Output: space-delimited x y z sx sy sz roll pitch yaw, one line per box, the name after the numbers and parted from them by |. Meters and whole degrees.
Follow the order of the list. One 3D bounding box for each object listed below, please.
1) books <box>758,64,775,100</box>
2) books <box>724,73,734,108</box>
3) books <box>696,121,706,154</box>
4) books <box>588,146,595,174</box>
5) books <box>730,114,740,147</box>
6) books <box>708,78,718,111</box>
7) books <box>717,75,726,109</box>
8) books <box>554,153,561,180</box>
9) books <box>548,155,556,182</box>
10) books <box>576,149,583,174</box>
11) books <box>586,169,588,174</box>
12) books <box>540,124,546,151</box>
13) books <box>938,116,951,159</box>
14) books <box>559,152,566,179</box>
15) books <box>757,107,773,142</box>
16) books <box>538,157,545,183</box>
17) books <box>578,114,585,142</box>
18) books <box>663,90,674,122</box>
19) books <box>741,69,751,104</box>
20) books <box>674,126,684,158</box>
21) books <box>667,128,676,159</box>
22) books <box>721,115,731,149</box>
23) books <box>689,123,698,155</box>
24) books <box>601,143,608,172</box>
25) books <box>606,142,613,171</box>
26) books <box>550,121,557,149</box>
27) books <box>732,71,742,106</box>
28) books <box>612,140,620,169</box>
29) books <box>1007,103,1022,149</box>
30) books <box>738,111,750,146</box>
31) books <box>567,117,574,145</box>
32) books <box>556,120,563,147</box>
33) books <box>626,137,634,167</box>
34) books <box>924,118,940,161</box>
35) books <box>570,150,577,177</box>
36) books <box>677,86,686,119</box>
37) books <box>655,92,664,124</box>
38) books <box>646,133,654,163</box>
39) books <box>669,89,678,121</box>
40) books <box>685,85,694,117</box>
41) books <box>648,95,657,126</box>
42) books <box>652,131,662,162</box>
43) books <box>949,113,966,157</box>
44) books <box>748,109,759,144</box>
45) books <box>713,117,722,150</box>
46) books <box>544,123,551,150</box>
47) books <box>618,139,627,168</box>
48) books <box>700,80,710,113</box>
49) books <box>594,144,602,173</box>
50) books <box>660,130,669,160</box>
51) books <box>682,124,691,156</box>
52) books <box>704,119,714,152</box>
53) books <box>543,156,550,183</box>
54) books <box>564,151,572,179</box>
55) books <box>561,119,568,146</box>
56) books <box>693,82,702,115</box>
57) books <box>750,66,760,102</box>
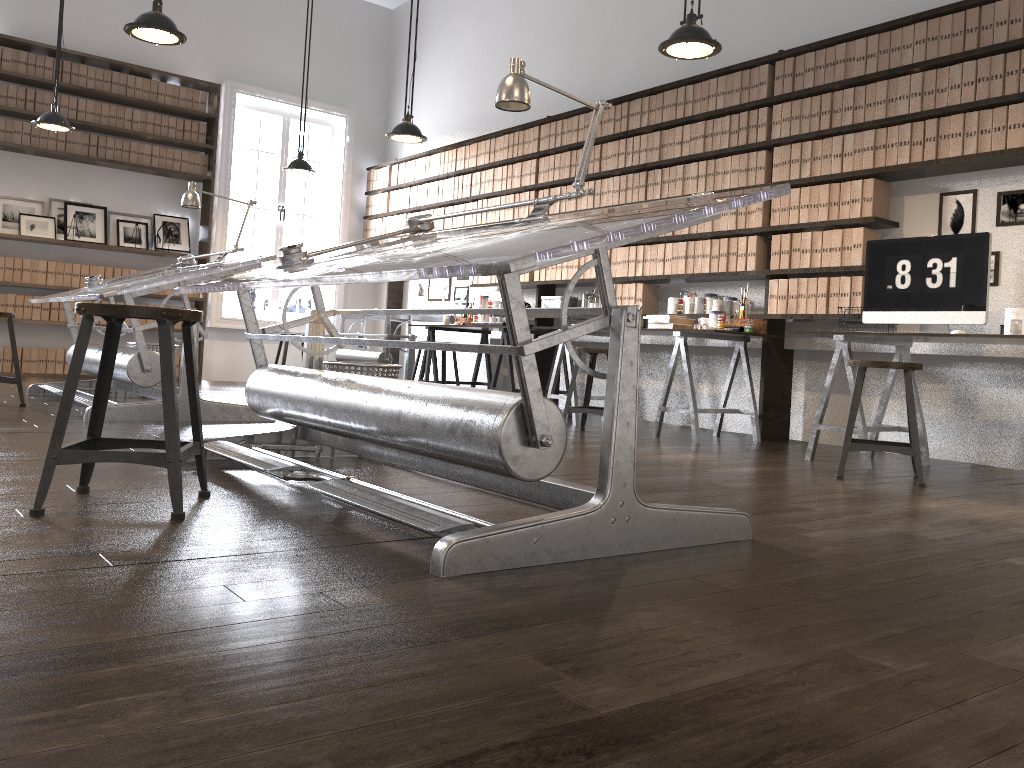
1.667 -1.918 5.689 0.174 0.226 0.067 3 -1 -37 | books
1.503 -1.935 5.911 0.174 0.226 0.067 3 -1 -37 | books
1.352 -1.672 6.077 0.174 0.226 0.067 3 -1 -37 | books
0.688 -1.742 6.968 0.174 0.226 0.067 3 -1 -37 | books
1.525 -1.655 5.857 0.174 0.226 0.067 3 -1 -37 | books
1.419 -1.944 6.017 0.174 0.226 0.067 3 -1 -37 | books
1.464 -1.939 5.960 0.174 0.226 0.067 3 -1 -37 | books
0.439 -1.767 7.293 0.174 0.226 0.067 3 -1 -37 | books
0.394 -1.772 7.350 0.174 0.226 0.067 3 -1 -37 | books
0.602 -1.750 7.081 0.174 0.226 0.067 3 -1 -37 | books
0.642 -1.746 7.022 0.174 0.226 0.067 3 -1 -37 | books
0.326 -2.058 7.471 0.174 0.226 0.067 3 -1 -37 | books
2.355 -1.298 4.731 0.174 0.226 0.067 3 -1 -37 | books
0.478 -1.763 7.244 0.174 0.226 0.067 3 -1 -37 | books
1.659 -1.641 5.676 0.174 0.226 0.067 3 -1 -37 | books
0.314 -1.780 7.465 0.174 0.226 0.067 3 -1 -37 | books
0.621 -2.027 7.079 0.174 0.226 0.067 3 -1 -37 | books
1.170 -1.970 6.352 0.174 0.226 0.067 3 -1 -37 | books
1.585 -1.927 5.804 0.174 0.226 0.067 3 -1 -37 | books
1.231 -1.685 6.239 0.174 0.226 0.067 3 -1 -37 | books
1.192 -1.689 6.298 0.174 0.226 0.067 3 -1 -37 | books
1.479 -1.659 5.911 0.174 0.226 0.067 3 -1 -37 | books
1.315 -1.676 6.133 0.174 0.226 0.067 3 -1 -37 | books
0.778 -1.732 6.849 0.174 0.226 0.067 3 -1 -37 | books
0.815 -1.728 6.795 0.174 0.226 0.067 3 -1 -37 | books
0.404 -2.049 7.360 0.174 0.226 0.067 3 -1 -37 | books
1.540 -1.931 5.854 0.174 0.226 0.067 3 -1 -37 | books
0.850 -1.724 6.742 0.174 0.226 0.067 3 -1 -37 | books
2.565 -1.276 4.448 0.174 0.226 0.067 3 -1 -37 | books
1.566 -1.650 5.794 0.174 0.226 0.067 3 -1 -37 | books
0.536 -2.036 7.194 0.174 0.226 0.067 3 -1 -37 | books
0.451 -2.045 7.304 0.174 0.226 0.067 3 -1 -37 | books
0.940 -1.715 6.629 0.174 0.226 0.067 3 -1 -37 | books
2.306 -1.303 4.787 0.174 0.226 0.067 3 -1 -37 | books
0.560 -1.755 7.138 0.174 0.226 0.067 3 -1 -37 | books
1.248 -1.962 6.241 0.174 0.226 0.067 3 -1 -37 | books
1.126 -1.975 6.412 0.174 0.226 0.067 3 -1 -37 | books
1.067 -1.702 6.462 0.174 0.226 0.067 3 -1 -37 | books
1.204 -1.966 6.299 0.174 0.226 0.067 3 -1 -37 | books
1.294 -1.957 6.185 0.174 0.226 0.067 3 -1 -37 | books
1.085 -1.979 6.469 0.174 0.226 0.067 3 -1 -37 | books
1.104 -1.698 6.406 0.174 0.226 0.067 3 -1 -37 | books
2.389 -1.294 4.674 0.174 0.226 0.067 3 -1 -37 | books
1.615 -1.645 5.738 0.174 0.226 0.067 3 -1 -37 | books
1.440 -1.663 5.970 0.174 0.226 0.067 3 -1 -37 | books
0.361 -2.054 7.418 0.174 0.226 0.067 3 -1 -37 | books
0.894 -1.720 6.685 0.174 0.226 0.067 3 -1 -37 | books
1.380 -1.948 6.075 0.174 0.226 0.067 3 -1 -37 | books
0.729 -1.737 6.905 0.174 0.226 0.067 3 -1 -37 | books
1.151 -1.693 6.355 0.174 0.226 0.067 3 -1 -37 | books
1.276 -1.680 6.182 0.174 0.226 0.067 3 -1 -37 | books
1.397 -1.668 6.027 0.174 0.226 0.067 3 -1 -37 | books
0.355 -1.776 7.409 0.174 0.226 0.067 3 -1 -37 | books
0.514 -1.759 7.188 0.174 0.226 0.067 3 -1 -37 | books
0.496 -2.040 7.251 0.174 0.226 0.067 3 -1 -37 | books
1.339 -1.953 6.132 0.174 0.226 0.067 3 -1 -37 | books
1.628 -1.923 5.748 0.174 0.226 0.067 3 -1 -37 | books
